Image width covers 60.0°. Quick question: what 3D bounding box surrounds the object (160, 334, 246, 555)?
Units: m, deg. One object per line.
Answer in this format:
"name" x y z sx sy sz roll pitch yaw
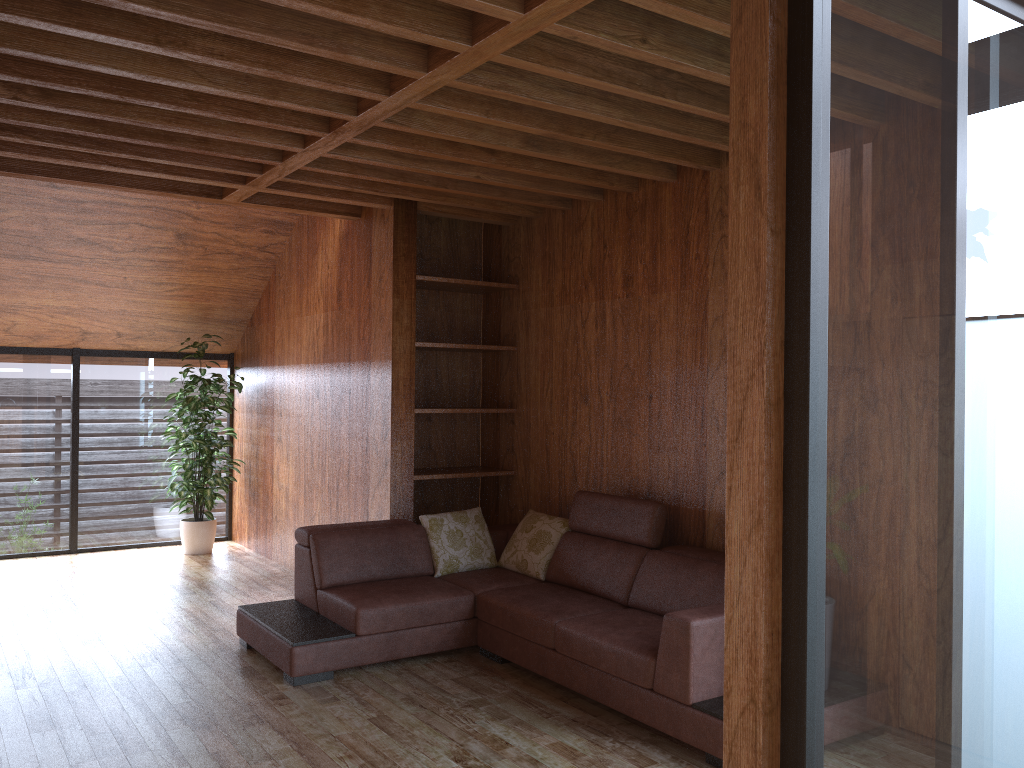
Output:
"object" -2.382 0.453 6.817 0.642 1.690 0.674 1 0 -26

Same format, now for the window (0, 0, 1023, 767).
"window" 0.533 -0.880 1.056 4.136 5.132 13.859 1 -1 -34

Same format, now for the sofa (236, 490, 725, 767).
"sofa" 0.023 0.917 3.857 1.712 0.760 2.485 1 -1 -34
